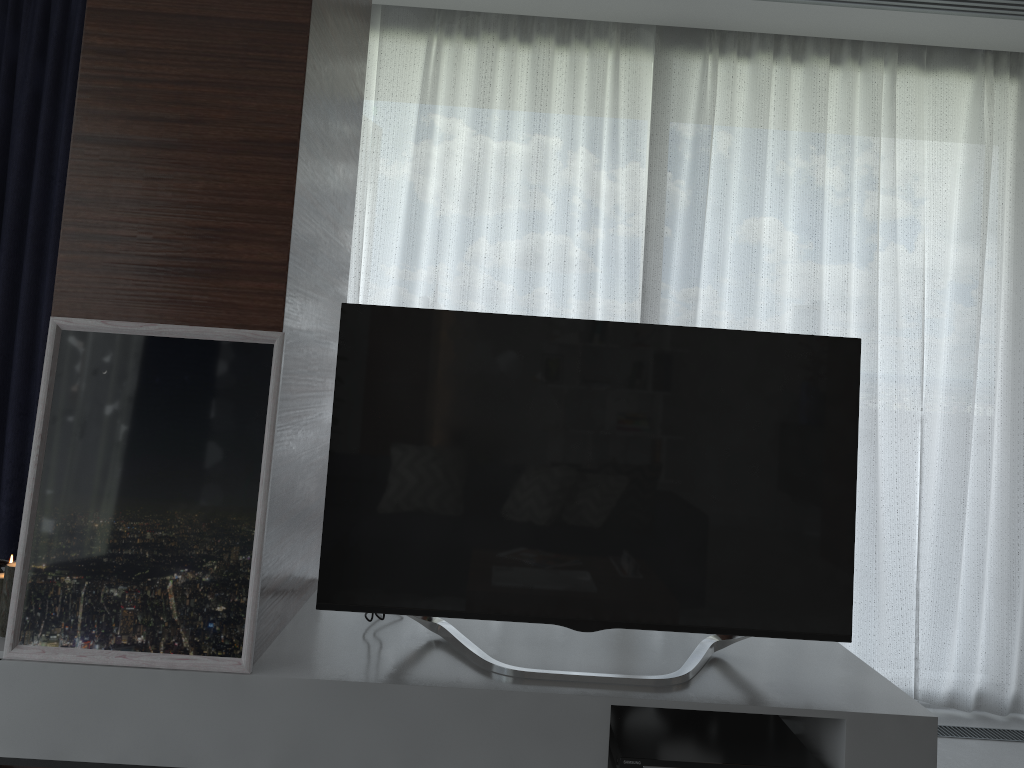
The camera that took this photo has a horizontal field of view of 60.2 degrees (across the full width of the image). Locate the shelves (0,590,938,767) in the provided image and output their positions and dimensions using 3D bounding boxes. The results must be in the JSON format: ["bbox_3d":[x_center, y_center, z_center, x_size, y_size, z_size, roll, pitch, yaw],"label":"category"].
[{"bbox_3d":[-0.320,0.858,2.212,2.348,0.502,0.869,4,-1,-1],"label":"shelves"}]

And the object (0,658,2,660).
[{"bbox_3d":[-1.267,0.641,2.004,0.369,0.151,0.367,4,-1,-1],"label":"object"}]

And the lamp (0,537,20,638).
[{"bbox_3d":[-1.125,0.446,1.996,0.077,0.212,0.153,8,-5,-43],"label":"lamp"}]

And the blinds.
[{"bbox_3d":[0.516,-0.223,0.067,5.799,2.789,7.104,4,-1,2],"label":"blinds"}]

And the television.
[{"bbox_3d":[0.187,0.244,2.073,1.230,0.792,0.296,4,-4,-1],"label":"television"}]

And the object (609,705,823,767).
[{"bbox_3d":[0.429,0.803,1.969,0.430,0.053,0.334,4,0,-1],"label":"object"}]

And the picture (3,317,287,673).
[{"bbox_3d":[-0.760,0.223,1.850,0.500,0.705,0.053,4,-5,-1],"label":"picture"}]
